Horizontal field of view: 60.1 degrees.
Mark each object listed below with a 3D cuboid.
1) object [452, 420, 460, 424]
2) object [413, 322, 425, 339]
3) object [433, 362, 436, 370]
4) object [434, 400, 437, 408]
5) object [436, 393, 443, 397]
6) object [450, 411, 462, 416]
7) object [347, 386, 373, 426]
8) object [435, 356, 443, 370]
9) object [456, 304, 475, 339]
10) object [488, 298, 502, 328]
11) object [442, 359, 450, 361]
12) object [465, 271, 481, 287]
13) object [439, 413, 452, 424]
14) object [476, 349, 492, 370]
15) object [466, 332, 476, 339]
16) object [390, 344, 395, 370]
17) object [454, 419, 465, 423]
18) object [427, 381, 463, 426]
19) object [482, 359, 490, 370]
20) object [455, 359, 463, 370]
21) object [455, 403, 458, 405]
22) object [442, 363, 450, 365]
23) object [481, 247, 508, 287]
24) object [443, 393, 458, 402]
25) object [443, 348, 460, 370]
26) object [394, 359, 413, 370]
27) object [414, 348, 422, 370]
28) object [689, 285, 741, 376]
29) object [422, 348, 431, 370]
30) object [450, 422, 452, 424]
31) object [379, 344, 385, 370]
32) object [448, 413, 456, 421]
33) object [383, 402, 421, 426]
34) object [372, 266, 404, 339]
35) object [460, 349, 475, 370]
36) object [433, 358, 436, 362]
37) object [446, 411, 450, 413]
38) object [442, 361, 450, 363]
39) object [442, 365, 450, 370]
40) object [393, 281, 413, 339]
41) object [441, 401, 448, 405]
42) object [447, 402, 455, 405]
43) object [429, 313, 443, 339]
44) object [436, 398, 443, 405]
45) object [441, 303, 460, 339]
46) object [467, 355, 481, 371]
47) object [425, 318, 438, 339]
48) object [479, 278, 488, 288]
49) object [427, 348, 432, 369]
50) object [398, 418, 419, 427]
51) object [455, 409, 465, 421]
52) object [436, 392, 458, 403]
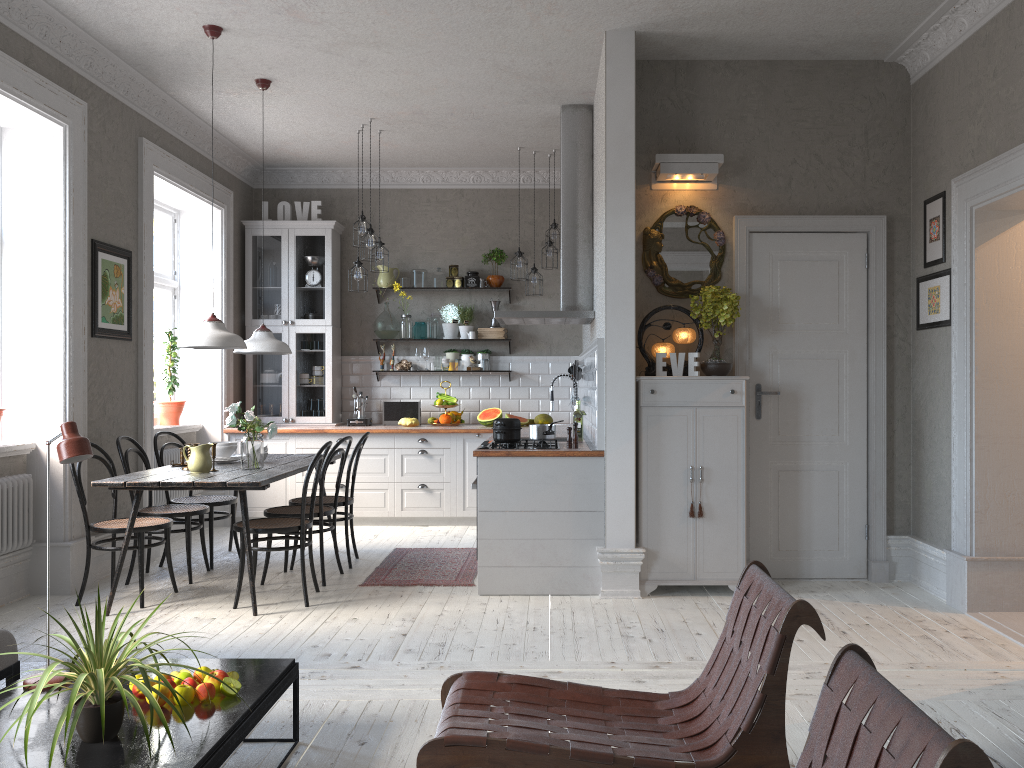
[{"bbox_3d":[-0.522,0.355,8.235,0.069,0.051,0.088,0,0,-41],"label":"object"},{"bbox_3d":[-0.884,-0.510,8.517,0.126,0.172,0.126,0,0,5],"label":"object"},{"bbox_3d":[-0.721,-0.170,8.514,0.077,0.083,0.079,0,0,19],"label":"object"},{"bbox_3d":[-0.684,0.184,8.298,0.096,0.078,0.100,0,0,-12],"label":"object"},{"bbox_3d":[-0.673,0.104,8.271,0.074,0.058,0.050,0,0,-22],"label":"object"},{"bbox_3d":[-0.522,0.281,8.316,0.127,0.056,0.059,0,0,-7],"label":"object"},{"bbox_3d":[-1.427,0.207,8.242,0.205,0.370,0.353,0,0,2],"label":"object"},{"bbox_3d":[-0.694,-0.197,8.439,0.080,0.139,0.077,0,0,-26],"label":"object"},{"bbox_3d":[-0.443,-0.614,8.465,0.188,0.380,0.166,0,0,-38],"label":"object"},{"bbox_3d":[-0.161,-0.676,8.489,0.132,0.287,0.129,0,0,-14],"label":"object"},{"bbox_3d":[-0.627,-0.213,8.395,0.078,0.051,0.076,0,0,-13],"label":"object"},{"bbox_3d":[-0.377,-0.994,8.508,0.142,0.174,0.142,0,0,1],"label":"object"},{"bbox_3d":[-0.614,0.320,8.168,0.115,0.110,0.109,0,0,-31],"label":"object"},{"bbox_3d":[-0.264,-0.232,8.538,0.159,0.213,0.153,0,0,-1],"label":"object"},{"bbox_3d":[-0.379,-0.460,8.402,0.104,0.071,0.064,0,0,31],"label":"object"},{"bbox_3d":[-1.140,-0.257,8.485,0.052,0.264,0.063,0,0,37],"label":"object"},{"bbox_3d":[-0.533,0.345,8.357,0.212,0.044,0.055,0,0,39],"label":"object"},{"bbox_3d":[-0.621,0.181,8.293,0.355,0.425,0.348,0,0,-14],"label":"object"},{"bbox_3d":[-0.251,-0.182,8.424,0.078,0.108,0.077,0,0,-5],"label":"object"},{"bbox_3d":[-0.509,-0.182,8.450,0.078,0.108,0.077,0,0,-5],"label":"object"},{"bbox_3d":[-0.531,0.190,8.302,0.052,0.050,0.049,0,0,11],"label":"object"},{"bbox_3d":[-0.627,-0.171,8.395,0.077,0.051,0.077,0,0,-6],"label":"object"},{"bbox_3d":[-0.146,-1.106,8.461,0.257,0.397,0.245,0,0,26],"label":"object"},{"bbox_3d":[-0.576,0.136,8.334,0.178,0.096,0.089,0,0,21],"label":"object"},{"bbox_3d":[-0.586,-0.237,8.521,0.159,0.217,0.154,0,0,-19],"label":"object"},{"bbox_3d":[-1.038,-0.181,8.460,0.179,0.111,0.095,0,0,-22],"label":"object"},{"bbox_3d":[-0.900,-0.236,8.500,0.082,0.217,0.081,0,0,-13],"label":"object"},{"bbox_3d":[1.250,-0.323,5.379,0.291,0.553,0.347,0,0,35],"label":"object"},{"bbox_3d":[-0.814,-0.236,8.406,0.082,0.217,0.081,0,0,-13],"label":"object"},{"bbox_3d":[-0.591,0.361,8.241,0.070,0.065,0.070,0,0,22],"label":"object"},{"bbox_3d":[-1.244,-0.257,8.500,0.054,0.264,0.060,0,0,-28],"label":"object"},{"bbox_3d":[-0.571,0.309,8.243,0.087,0.078,0.089,0,0,28],"label":"object"},{"bbox_3d":[-1.035,0.279,8.329,0.351,0.226,0.088,0,0,0],"label":"object"},{"bbox_3d":[-1.204,-0.764,8.418,0.340,0.674,0.331,0,0,-30],"label":"object"},{"bbox_3d":[-0.430,-0.233,8.530,0.170,0.214,0.150,0,0,31],"label":"object"},{"bbox_3d":[-0.721,-0.203,8.514,0.077,0.083,0.079,0,0,19],"label":"object"},{"bbox_3d":[-0.598,0.298,8.358,0.085,0.093,0.086,0,0,-3],"label":"object"},{"bbox_3d":[-0.627,-0.188,8.395,0.076,0.051,0.078,0,0,20],"label":"object"},{"bbox_3d":[-0.627,-0.154,8.395,0.077,0.051,0.077,0,0,-6],"label":"object"},{"bbox_3d":[-1.031,-0.695,8.374,0.192,0.540,0.279,0,0,-6],"label":"object"},{"bbox_3d":[-0.630,0.191,8.238,0.063,0.061,0.066,0,0,1],"label":"object"},{"bbox_3d":[-0.573,0.192,8.272,0.077,0.062,0.099,0,0,-26],"label":"object"},{"bbox_3d":[-0.735,-0.555,8.578,0.131,0.264,0.132,0,0,7],"label":"object"},{"bbox_3d":[-0.672,0.168,8.223,0.058,0.069,0.080,0,0,21],"label":"object"},{"bbox_3d":[-0.574,-0.602,8.518,0.242,0.354,0.237,0,0,19],"label":"object"},{"bbox_3d":[-0.359,-0.199,8.442,0.120,0.147,0.099,0,0,-31],"label":"object"},{"bbox_3d":[-0.764,-0.526,8.428,0.123,0.206,0.127,0,0,24],"label":"object"},{"bbox_3d":[-0.270,-0.955,8.409,0.093,0.096,0.074,0,0,2],"label":"object"},{"bbox_3d":[-0.813,-0.236,8.496,0.082,0.217,0.081,0,0,-13],"label":"object"},{"bbox_3d":[-0.946,0.350,8.126,0.197,0.083,0.189,0,0,2],"label":"object"},{"bbox_3d":[-0.495,0.287,8.308,0.060,0.120,0.127,0,0,25],"label":"object"},{"bbox_3d":[-0.607,0.125,8.266,0.210,0.101,0.067,0,0,7],"label":"object"}]
